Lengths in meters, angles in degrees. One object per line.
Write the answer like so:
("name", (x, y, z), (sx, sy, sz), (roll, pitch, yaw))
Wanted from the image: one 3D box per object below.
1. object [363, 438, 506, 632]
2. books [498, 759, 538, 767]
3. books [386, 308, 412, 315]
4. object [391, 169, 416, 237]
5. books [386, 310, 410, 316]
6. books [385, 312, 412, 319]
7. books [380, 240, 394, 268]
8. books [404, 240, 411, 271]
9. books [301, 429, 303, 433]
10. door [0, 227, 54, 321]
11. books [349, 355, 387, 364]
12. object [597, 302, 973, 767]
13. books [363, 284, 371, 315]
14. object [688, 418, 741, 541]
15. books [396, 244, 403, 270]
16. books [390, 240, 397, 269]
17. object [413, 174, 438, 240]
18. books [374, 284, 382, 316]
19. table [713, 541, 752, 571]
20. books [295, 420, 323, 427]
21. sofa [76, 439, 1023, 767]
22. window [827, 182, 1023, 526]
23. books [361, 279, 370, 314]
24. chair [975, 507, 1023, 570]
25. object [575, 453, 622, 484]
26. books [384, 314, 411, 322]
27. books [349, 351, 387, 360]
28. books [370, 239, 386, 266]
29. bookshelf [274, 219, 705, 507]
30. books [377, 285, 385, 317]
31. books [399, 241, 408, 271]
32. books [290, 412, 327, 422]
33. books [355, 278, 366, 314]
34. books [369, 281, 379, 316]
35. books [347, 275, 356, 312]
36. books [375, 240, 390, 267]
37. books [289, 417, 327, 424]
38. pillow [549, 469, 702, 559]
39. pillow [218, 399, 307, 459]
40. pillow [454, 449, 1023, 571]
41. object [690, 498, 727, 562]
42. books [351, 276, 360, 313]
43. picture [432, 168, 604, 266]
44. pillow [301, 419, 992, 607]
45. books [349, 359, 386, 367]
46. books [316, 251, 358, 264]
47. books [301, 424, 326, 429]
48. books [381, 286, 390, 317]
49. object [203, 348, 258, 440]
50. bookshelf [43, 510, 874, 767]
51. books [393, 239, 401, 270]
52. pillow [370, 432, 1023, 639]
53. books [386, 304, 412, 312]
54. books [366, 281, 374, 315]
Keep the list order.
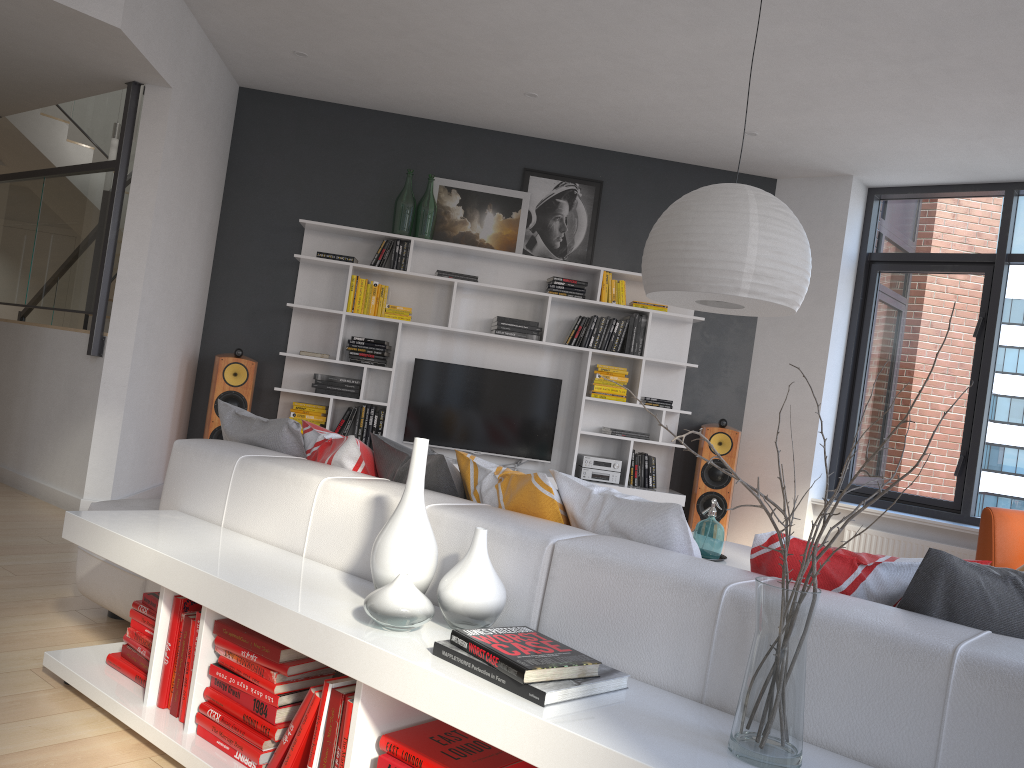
("object", (-0.180, 0.332, 2.004), (0.319, 0.398, 0.316), (9, -1, -26))
("books", (0.024, 0.856, 1.675), (0.134, 0.248, 0.192), (8, -1, 40))
("books", (-0.822, -0.528, 6.457), (0.187, 0.014, 0.134), (8, -1, -5))
("object", (-0.773, -1.313, 6.450), (0.157, 0.507, 0.157), (8, -1, 8))
("books", (-0.828, -0.513, 6.441), (0.169, 0.018, 0.113), (8, -1, -4))
("books", (-0.827, -0.499, 6.461), (0.196, 0.011, 0.148), (8, -1, -5))
("books", (-0.911, -0.931, 6.449), (0.074, 0.212, 0.154), (8, -1, -6))
("books", (-0.757, -0.918, 6.459), (0.019, 0.230, 0.174), (8, -1, -5))
("books", (-1.485, 0.331, 6.422), (0.255, 0.044, 0.198), (8, -1, -5))
("door", (-5.246, -0.657, 9.509), (0.974, 2.136, 0.085), (8, -1, -5))
("books", (-1.041, -0.176, 6.434), (0.270, 0.025, 0.189), (8, -1, -6))
("object", (0.449, 0.238, 1.398), (0.607, 0.744, 0.406), (8, -1, -10))
("books", (-1.049, -0.605, 6.432), (0.024, 0.229, 0.156), (8, -1, -6))
("object", (1.493, 0.796, 6.619), (0.290, 1.088, 0.434), (8, -1, 10))
("books", (-0.816, -0.912, 6.460), (0.021, 0.200, 0.147), (8, -1, -5))
("books", (-0.863, -0.927, 6.455), (0.021, 0.221, 0.156), (8, -1, -5))
("object", (-0.625, -1.291, 6.521), (0.157, 0.507, 0.157), (8, -1, 8))
("books", (-0.974, -0.601, 6.457), (0.023, 0.239, 0.169), (8, -1, -5))
("table", (0.673, 0.961, 4.197), (1.091, 0.435, 1.091), (8, -1, 40))
("books", (-1.489, 0.281, 6.415), (0.228, 0.024, 0.152), (8, -1, -1))
("sofa", (0.500, 0.784, 3.240), (3.424, 0.732, 2.614), (8, -1, 40))
("window", (3.357, -0.210, 6.223), (1.960, 2.402, 0.170), (8, -1, 40))
("books", (-1.067, -0.624, 6.452), (0.015, 0.263, 0.199), (8, -1, -5))
("chair", (3.125, 1.118, 4.728), (0.843, 0.858, 0.896), (8, -1, -18))
("object", (0.640, 0.629, 6.581), (0.285, 0.174, 0.270), (8, -1, -5))
("books", (-0.831, -0.476, 6.456), (0.190, 0.033, 0.147), (8, -1, -5))
("books", (-1.046, -0.204, 6.452), (0.266, 0.030, 0.209), (8, -1, -7))
("books", (-0.972, -0.941, 6.450), (0.096, 0.213, 0.166), (8, -1, -7))
("bookshelf", (-0.176, 0.066, 6.457), (3.000, 2.052, 0.455), (8, -1, -5))
("books", (-0.950, -0.595, 6.456), (0.024, 0.234, 0.172), (8, -1, -5))
("books", (-0.786, -0.916, 6.464), (0.038, 0.218, 0.169), (8, -1, -5))
("books", (-1.461, 0.237, 6.434), (0.250, 0.035, 0.185), (8, -1, -2))
("books", (-1.097, -0.627, 6.446), (0.044, 0.255, 0.198), (8, -1, -5))
("books", (-1.002, -0.611, 6.453), (0.035, 0.250, 0.185), (8, -1, -5))
("books", (-1.156, -0.643, 6.427), (0.029, 0.270, 0.204), (8, -1, -5))
("books", (-0.940, -0.935, 6.459), (0.087, 0.214, 0.171), (8, -1, -5))
("books", (-1.476, 0.262, 6.435), (0.251, 0.019, 0.180), (8, -1, -5))
("pillow", (1.146, 0.594, 2.703), (2.156, 0.456, 0.580), (9, -1, -24))
("pillow", (0.227, 0.462, 2.873), (2.953, 0.453, 0.647), (8, -1, 27))
("pillow", (0.834, 0.567, 2.637), (2.095, 0.440, 0.630), (8, -1, -3))
("object", (0.804, 0.623, 3.934), (0.330, 0.265, 0.330), (9, -1, -26))
("books", (-1.130, -0.639, 6.438), (0.025, 0.270, 0.213), (8, -1, -5))
("picture", (0.021, -1.292, 6.684), (1.279, 0.707, 0.076), (8, -1, -5))
("pillow", (0.087, 0.468, 2.556), (2.250, 0.449, 0.575), (8, -1, 37))
("books", (-1.045, -0.151, 6.432), (0.263, 0.026, 0.189), (8, -1, -7))
("books", (-1.259, -0.899, 6.408), (0.268, 0.046, 0.208), (8, -1, -2))
("books", (-1.484, 0.301, 6.436), (0.263, 0.015, 0.198), (8, -1, -2))
("books", (-0.924, -0.591, 6.462), (0.024, 0.234, 0.172), (8, -1, -5))
("object", (-2.027, 0.283, 6.300), (0.290, 1.088, 0.434), (9, -1, -20))
("bookshelf", (-0.256, 0.773, 1.931), (2.600, 0.500, 0.356), (8, -1, 40))
("books", (-0.839, -0.929, 6.462), (0.025, 0.232, 0.176), (8, -1, -5))
("pillow", (0.345, 0.476, 2.353), (2.120, 0.436, 0.608), (8, -1, 35))
("books", (-0.824, -0.548, 6.470), (0.186, 0.026, 0.138), (8, -1, -5))
("books", (-1.028, -0.615, 6.452), (0.019, 0.251, 0.180), (8, -1, -5))
